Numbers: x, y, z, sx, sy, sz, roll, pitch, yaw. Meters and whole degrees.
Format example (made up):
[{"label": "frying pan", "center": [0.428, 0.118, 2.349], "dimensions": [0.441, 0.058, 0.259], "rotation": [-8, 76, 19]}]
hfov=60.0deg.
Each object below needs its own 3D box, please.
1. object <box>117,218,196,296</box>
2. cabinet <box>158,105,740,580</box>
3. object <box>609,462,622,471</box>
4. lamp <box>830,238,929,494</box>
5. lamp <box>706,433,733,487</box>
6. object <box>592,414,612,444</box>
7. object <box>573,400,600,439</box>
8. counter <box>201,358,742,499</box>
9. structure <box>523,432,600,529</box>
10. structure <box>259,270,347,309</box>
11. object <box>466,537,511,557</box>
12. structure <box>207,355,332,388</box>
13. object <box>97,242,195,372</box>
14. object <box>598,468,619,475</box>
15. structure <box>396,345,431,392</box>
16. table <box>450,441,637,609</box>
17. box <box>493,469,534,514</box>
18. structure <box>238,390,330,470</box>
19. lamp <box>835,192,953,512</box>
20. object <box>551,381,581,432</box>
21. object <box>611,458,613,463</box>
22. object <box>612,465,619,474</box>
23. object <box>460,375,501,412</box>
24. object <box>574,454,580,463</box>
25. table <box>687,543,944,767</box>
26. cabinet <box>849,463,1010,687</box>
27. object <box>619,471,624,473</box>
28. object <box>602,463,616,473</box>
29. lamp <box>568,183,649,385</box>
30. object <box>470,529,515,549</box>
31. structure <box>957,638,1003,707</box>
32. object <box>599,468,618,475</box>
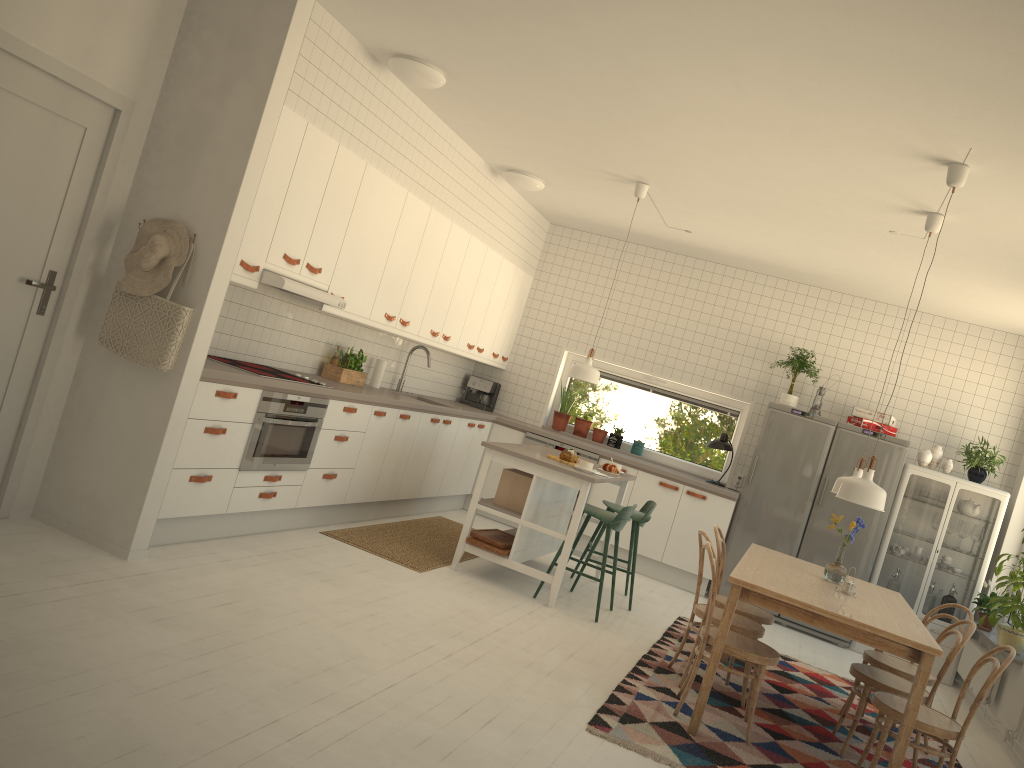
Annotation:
[{"label": "object", "center": [-1.665, -0.589, 4.101], "dimensions": [0.335, 0.385, 0.136], "rotation": [17, 0, 19]}, {"label": "cabinet", "center": [0.133, 0.067, 6.200], "dimensions": [2.855, 2.159, 4.841], "rotation": [17, 0, 19]}, {"label": "object", "center": [0.762, 0.619, 6.584], "dimensions": [0.094, 0.060, 0.098], "rotation": [17, 0, 16]}, {"label": "lamp", "center": [2.151, -0.116, 5.021], "dimensions": [0.229, 1.596, 0.230], "rotation": [17, 0, -25]}, {"label": "lamp", "center": [1.845, 0.663, 7.955], "dimensions": [0.262, 0.465, 0.239], "rotation": [17, 0, -42]}, {"label": "object", "center": [0.870, 0.439, 8.542], "dimensions": [0.194, 0.277, 0.177], "rotation": [17, 0, -14]}, {"label": "object", "center": [0.709, 0.337, 8.630], "dimensions": [0.258, 0.370, 0.234], "rotation": [17, 0, 31]}, {"label": "counter", "center": [0.018, 0.448, 6.200], "dimensions": [2.858, 0.163, 4.841], "rotation": [17, 0, 19]}, {"label": "structure", "center": [0.453, 0.903, 8.293], "dimensions": [0.706, 0.710, 0.703], "rotation": [17, 0, 19]}, {"label": "structure", "center": [-1.332, -0.582, 5.187], "dimensions": [0.482, 0.073, 0.680], "rotation": [17, 0, 19]}, {"label": "object", "center": [-0.104, 1.068, 5.908], "dimensions": [0.281, 0.030, 0.430], "rotation": [17, 0, 19]}, {"label": "structure", "center": [-1.447, -0.069, 5.161], "dimensions": [0.504, 0.057, 0.763], "rotation": [17, 0, 19]}, {"label": "object", "center": [-1.666, -0.393, 4.121], "dimensions": [0.440, 0.612, 0.093], "rotation": [17, 0, 18]}, {"label": "object", "center": [0.699, 0.634, 6.416], "dimensions": [0.122, 0.005, 0.120], "rotation": [17, 1, 37]}, {"label": "structure", "center": [-0.797, -0.114, 7.322], "dimensions": [0.236, 0.421, 0.063], "rotation": [17, 0, 26]}, {"label": "table", "center": [0.260, 0.958, 6.324], "dimensions": [0.795, 0.864, 1.423], "rotation": [17, 0, 19]}, {"label": "box", "center": [0.071, 0.727, 6.028], "dimensions": [0.237, 0.242, 0.357], "rotation": [17, 0, 20]}, {"label": "structure", "center": [-1.573, 0.190, 5.185], "dimensions": [0.704, 0.447, 0.681], "rotation": [17, 0, 19]}, {"label": "lamp", "center": [1.881, -0.192, 4.209], "dimensions": [0.229, 1.596, 0.230], "rotation": [17, 0, -36]}, {"label": "object", "center": [0.534, 0.219, 8.685], "dimensions": [0.300, 0.499, 0.333], "rotation": [17, 0, 2]}, {"label": "object", "center": [0.754, 0.599, 6.602], "dimensions": [0.028, 0.086, 0.102], "rotation": [17, 0, -30]}, {"label": "object", "center": [0.742, 0.619, 6.424], "dimensions": [0.060, 0.059, 0.074], "rotation": [17, 0, -12]}, {"label": "object", "center": [-0.331, 0.085, 8.721], "dimensions": [0.316, 0.292, 0.279], "rotation": [17, 0, 20]}, {"label": "object", "center": [0.425, 0.509, 6.116], "dimensions": [0.083, 0.057, 0.072], "rotation": [17, 0, 25]}, {"label": "table", "center": [1.538, 1.411, 4.627], "dimensions": [0.895, 0.749, 1.796], "rotation": [17, 0, 19]}, {"label": "cabinet", "center": [3.388, 1.524, 7.260], "dimensions": [0.789, 1.592, 0.452], "rotation": [17, 0, 19]}, {"label": "object", "center": [0.753, 0.644, 6.581], "dimensions": [0.160, 0.020, 0.160], "rotation": [17, 0, 15]}, {"label": "object", "center": [0.692, 0.604, 6.407], "dimensions": [0.069, 0.060, 0.131], "rotation": [17, 0, -33]}, {"label": "lamp", "center": [0.721, -0.735, 6.285], "dimensions": [0.230, 1.490, 0.229], "rotation": [17, 0, 20]}, {"label": "object", "center": [-0.087, 1.041, 5.985], "dimensions": [0.281, 0.030, 0.430], "rotation": [17, 0, 28]}, {"label": "structure", "center": [3.391, 2.069, 6.400], "dimensions": [0.113, 0.276, 1.015], "rotation": [17, 0, 19]}, {"label": "object", "center": [0.698, 0.636, 6.412], "dimensions": [0.167, 0.005, 0.167], "rotation": [17, 0, 15]}]
